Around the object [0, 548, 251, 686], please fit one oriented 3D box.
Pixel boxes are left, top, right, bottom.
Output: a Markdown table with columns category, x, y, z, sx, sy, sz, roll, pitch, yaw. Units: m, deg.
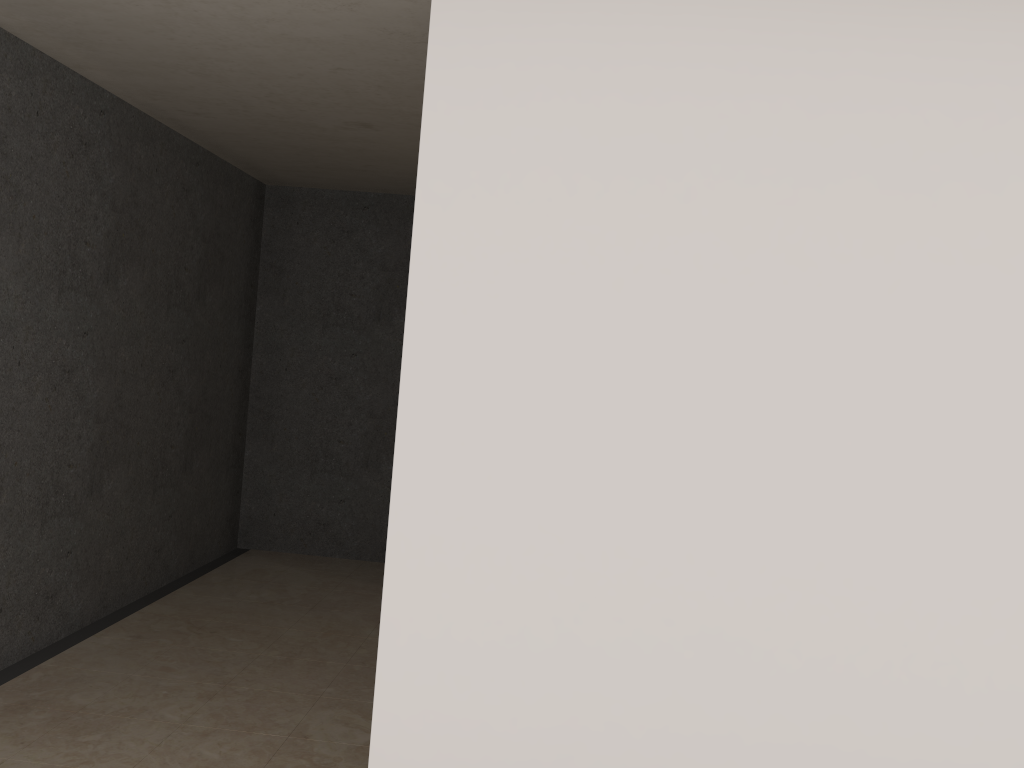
| category | x | y | z | sx | sy | sz | roll | pitch | yaw |
| --- | --- | --- | --- | --- | --- | --- | --- | --- | --- |
| object | 0.890 | 0.883 | 3.987 | 6.200 | 1.455 | 4.200 | 5 | 1 | 4 |
